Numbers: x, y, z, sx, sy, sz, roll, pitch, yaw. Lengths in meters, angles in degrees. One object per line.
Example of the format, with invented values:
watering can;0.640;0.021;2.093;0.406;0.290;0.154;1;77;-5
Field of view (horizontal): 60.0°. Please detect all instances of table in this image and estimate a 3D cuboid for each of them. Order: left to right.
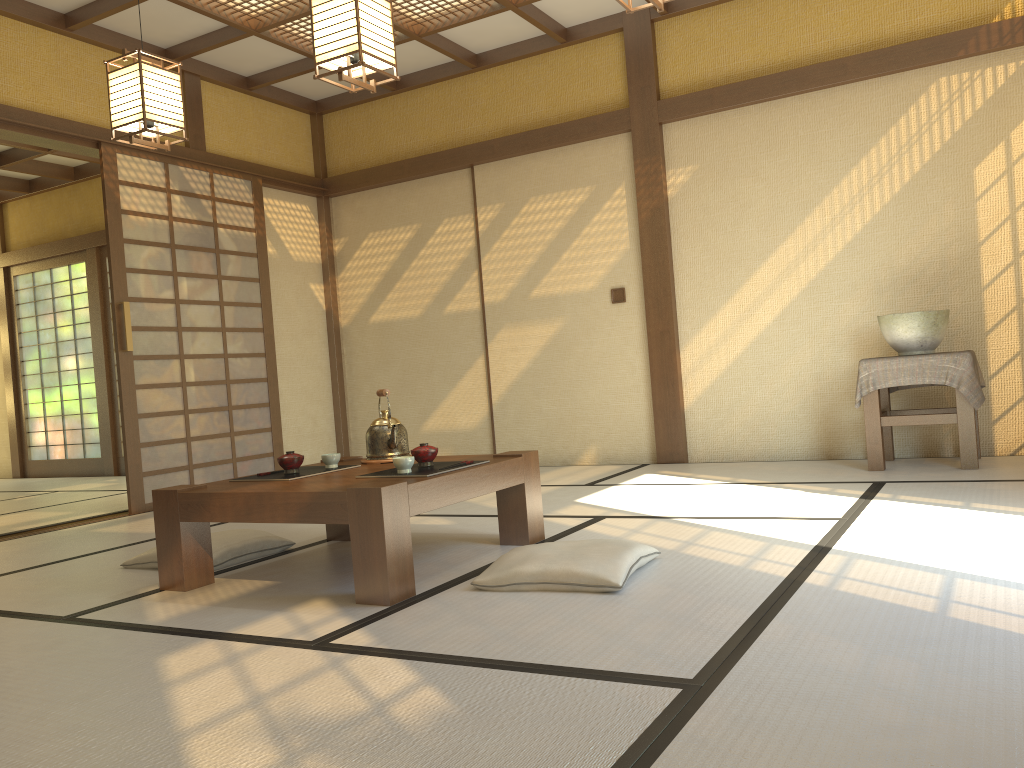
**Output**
table;-0.562;0.488;3.278;1.000;0.350;1.000;-4;0;29
table;2.205;0.136;4.785;0.629;0.595;0.633;-4;0;29

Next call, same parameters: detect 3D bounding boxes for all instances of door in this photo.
door;-3.968;-0.211;8.679;2.890;2.230;0.140;-4;0;29
door;-2.122;-0.361;5.912;0.076;2.265;1.230;-4;0;29

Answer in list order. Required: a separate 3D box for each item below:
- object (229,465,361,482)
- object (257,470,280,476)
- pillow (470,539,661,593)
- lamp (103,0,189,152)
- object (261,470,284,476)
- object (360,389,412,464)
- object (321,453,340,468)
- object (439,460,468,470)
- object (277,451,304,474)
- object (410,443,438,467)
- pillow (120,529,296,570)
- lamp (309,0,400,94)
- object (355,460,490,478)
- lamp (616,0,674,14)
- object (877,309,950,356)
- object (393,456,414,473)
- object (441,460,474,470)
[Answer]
object;-0.819;0.339;3.377;0.300;0.007;0.400;-4;0;29
object;-0.916;0.339;3.443;0.008;0.008;0.200;-4;0;27
pillow;0.185;0.571;2.839;0.486;0.107;0.496;-4;0;23
lamp;-1.639;-1.606;3.908;0.240;1.129;0.240;-4;0;29
object;-0.906;0.338;3.435;0.008;0.008;0.200;-4;0;23
object;-0.518;0.168;3.633;0.226;0.296;0.219;-4;0;24
object;-0.705;0.300;3.459;0.074;0.052;0.073;-5;0;-18
object;-0.206;0.285;3.120;0.008;0.008;0.200;-4;0;25
object;-0.832;0.294;3.336;0.100;0.080;0.100;-4;0;29
object;-0.313;0.253;3.186;0.100;0.080;0.100;-4;0;29
pillow;-1.242;0.679;3.639;0.496;0.107;0.486;-4;0;33
lamp;-0.625;-1.682;3.339;0.240;1.129;0.240;-4;0;29
object;-0.308;0.300;3.131;0.300;0.007;0.400;-4;0;29
lamp;0.389;-1.758;2.771;0.240;1.129;0.240;-4;0;29
object;2.168;-0.270;4.770;0.357;0.230;0.358;-5;0;-1
object;-0.368;0.276;3.023;0.074;0.052;0.073;-5;0;-18
object;-0.191;0.283;3.110;0.008;0.008;0.200;-4;0;30
